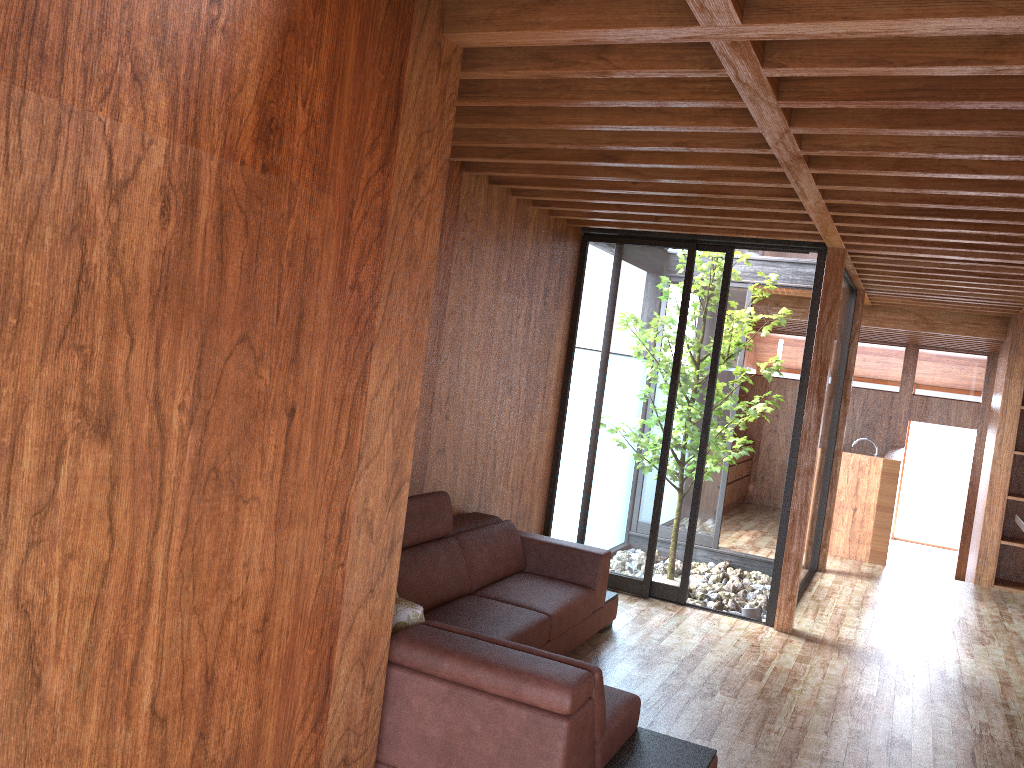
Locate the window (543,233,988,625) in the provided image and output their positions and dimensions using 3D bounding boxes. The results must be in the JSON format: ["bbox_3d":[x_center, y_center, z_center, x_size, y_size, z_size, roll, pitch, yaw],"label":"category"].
[{"bbox_3d":[2.520,-0.595,5.658,4.078,5.132,14.051,8,2,24],"label":"window"}]

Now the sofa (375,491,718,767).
[{"bbox_3d":[0.167,0.966,3.796,1.689,0.760,2.520,8,2,24],"label":"sofa"}]

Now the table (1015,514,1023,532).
[{"bbox_3d":[3.740,1.370,5.833,0.696,0.716,1.682,8,2,24],"label":"table"}]

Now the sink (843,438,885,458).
[{"bbox_3d":[3.536,0.717,9.069,0.554,0.423,2.473,8,2,24],"label":"sink"}]
